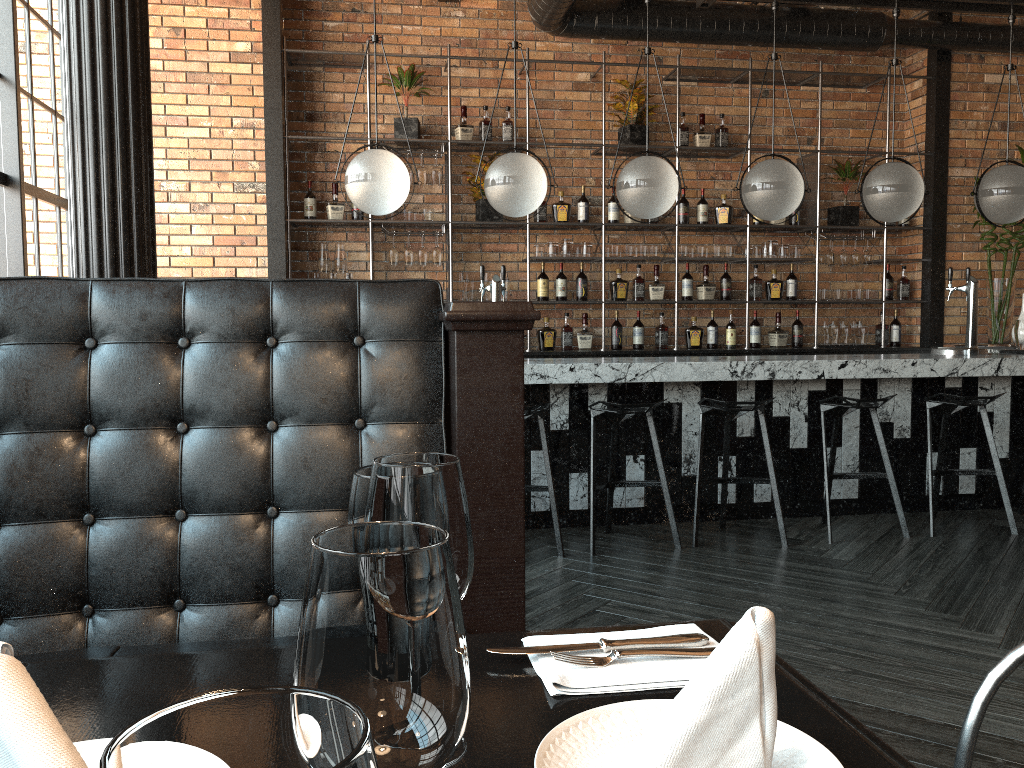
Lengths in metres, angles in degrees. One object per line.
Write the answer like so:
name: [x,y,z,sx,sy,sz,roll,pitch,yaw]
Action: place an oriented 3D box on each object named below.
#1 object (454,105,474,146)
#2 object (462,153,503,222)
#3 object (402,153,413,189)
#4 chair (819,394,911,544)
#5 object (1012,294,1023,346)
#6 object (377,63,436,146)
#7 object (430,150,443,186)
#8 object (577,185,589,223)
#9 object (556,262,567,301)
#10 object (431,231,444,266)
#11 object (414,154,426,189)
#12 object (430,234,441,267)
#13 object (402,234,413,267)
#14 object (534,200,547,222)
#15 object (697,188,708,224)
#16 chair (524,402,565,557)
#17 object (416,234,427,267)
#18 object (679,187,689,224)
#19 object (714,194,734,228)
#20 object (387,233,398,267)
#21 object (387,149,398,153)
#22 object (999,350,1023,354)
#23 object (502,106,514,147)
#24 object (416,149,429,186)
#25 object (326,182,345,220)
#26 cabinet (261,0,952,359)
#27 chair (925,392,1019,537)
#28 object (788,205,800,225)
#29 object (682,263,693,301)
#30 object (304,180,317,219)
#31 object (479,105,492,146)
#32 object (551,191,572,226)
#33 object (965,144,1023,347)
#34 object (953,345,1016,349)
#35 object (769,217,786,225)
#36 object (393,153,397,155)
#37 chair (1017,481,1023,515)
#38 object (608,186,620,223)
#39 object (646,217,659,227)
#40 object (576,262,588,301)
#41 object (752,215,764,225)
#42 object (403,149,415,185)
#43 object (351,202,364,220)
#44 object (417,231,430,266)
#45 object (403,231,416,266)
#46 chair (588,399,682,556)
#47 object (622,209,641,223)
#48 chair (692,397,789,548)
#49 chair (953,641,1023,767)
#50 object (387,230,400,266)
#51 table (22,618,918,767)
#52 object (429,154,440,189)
object: [-0.349,-1.885,6.462,0.123,0.279,0.123,-2,4,-21]
object: [-0.164,-1.437,6.494,0.430,0.526,0.425,0,4,3]
object: [-0.767,-1.557,6.489,0.092,0.244,0.092,-1,4,-4]
chair: [1.758,0.411,4.641,0.475,0.737,0.414,-1,4,-14]
object: [3.736,-0.444,6.297,0.316,0.397,0.319,3,5,40]
object: [-0.759,-2.017,6.411,0.377,0.554,0.422,-2,4,-22]
object: [-0.541,-1.550,6.359,0.092,0.244,0.092,-1,4,-4]
object: [0.536,-1.339,6.657,0.086,0.298,0.086,3,5,39]
object: [0.372,-0.769,6.687,0.086,0.298,0.086,3,5,39]
object: [-0.537,-0.978,6.399,0.092,0.244,0.092,-1,4,-4]
object: [-0.670,-1.559,6.505,0.092,0.244,0.092,-1,4,-4]
object: [-0.564,-0.989,6.562,0.092,0.244,0.092,-1,4,-4]
object: [-0.764,-0.986,6.529,0.092,0.244,0.092,-1,4,-4]
object: [0.210,-1.325,6.591,0.083,0.282,0.083,-2,4,-24]
object: [1.467,-1.358,6.826,0.086,0.298,0.086,3,5,39]
chair: [-0.003,0.442,4.355,0.475,0.737,0.414,-1,4,-4]
object: [-0.666,-0.987,6.545,0.092,0.244,0.092,-1,4,-4]
object: [1.310,-1.353,6.772,0.086,0.299,0.086,3,5,39]
object: [1.630,-1.332,6.823,0.151,0.248,0.094,1,4,19]
object: [-0.872,-0.984,6.511,0.092,0.244,0.092,-1,4,-4]
object: [-0.849,-1.544,6.309,0.092,0.244,0.092,-1,4,-4]
object: [3.246,-0.193,5.432,0.273,0.019,0.437,-1,4,-9]
object: [-0.029,-1.893,6.513,0.083,0.282,0.083,0,4,6]
object: [-0.643,-1.548,6.343,0.092,0.244,0.092,-1,4,-4]
object: [-1.262,-1.296,6.337,0.123,0.279,0.123,-2,4,-20]
cabinet: [-0.059,-1.170,6.517,7.075,3.779,0.564,-1,4,-9]
chair: [2.369,0.401,4.741,0.475,0.737,0.414,-1,4,-4]
object: [2.203,-1.368,6.918,0.086,0.297,0.086,3,5,39]
object: [1.350,-0.784,6.822,0.086,0.298,0.086,3,5,39]
object: [-1.445,-1.307,6.352,0.086,0.298,0.086,3,5,39]
object: [-0.193,-1.890,6.486,0.083,0.282,0.083,-2,4,-24]
object: [0.369,-1.310,6.617,0.151,0.248,0.094,-1,4,-6]
object: [3.692,-1.046,6.620,0.584,1.546,0.673,2,5,30]
object: [3.680,-0.282,6.698,0.622,0.014,0.622,-3,5,-37]
object: [2.058,-1.354,6.878,0.123,0.279,0.123,0,4,-1]
object: [-0.876,-1.555,6.472,0.092,0.244,0.092,-1,4,-4]
chair: [2.945,0.391,4.835,0.475,0.737,0.414,-1,4,-14]
object: [0.768,-1.343,6.689,0.086,0.298,0.086,3,5,39]
object: [1.067,-1.340,6.730,0.083,0.282,0.083,-1,4,-9]
object: [0.526,-0.769,6.684,0.086,0.297,0.086,3,5,39]
object: [1.909,-1.362,6.873,0.086,0.299,0.086,3,5,39]
object: [-0.741,-1.546,6.327,0.092,0.244,0.092,-1,4,-4]
object: [-1.112,-1.311,6.378,0.086,0.299,0.086,3,5,39]
object: [-0.639,-0.976,6.383,0.092,0.244,0.092,-1,4,-4]
object: [-0.737,-0.975,6.367,0.092,0.244,0.092,-1,4,-4]
chair: [0.552,0.432,4.445,0.475,0.737,0.414,-1,4,-14]
object: [0.910,-1.334,6.691,0.123,0.279,0.123,-2,4,-21]
chair: [1.126,0.422,4.538,0.475,0.737,0.414,0,4,1]
chair: [0.376,0.636,0.681,0.558,0.857,0.504,-1,4,-4]
object: [-0.846,-0.973,6.349,0.092,0.244,0.092,-1,4,-4]
table: [-0.066,0.691,0.644,0.872,0.758,0.872,-1,4,-9]
object: [-0.567,-1.561,6.522,0.092,0.244,0.092,-1,4,-4]
